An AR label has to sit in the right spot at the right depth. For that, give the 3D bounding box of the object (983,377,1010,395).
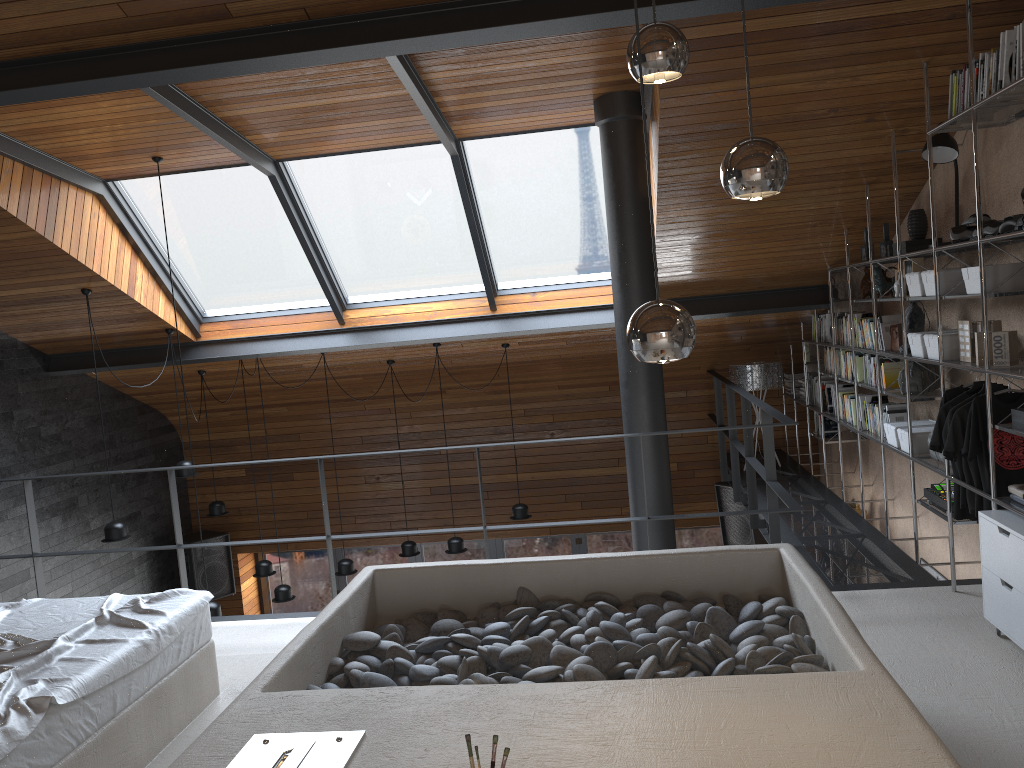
[{"bbox_3d":[2.290,0.038,4.192,0.387,0.197,0.009,-5,4,3],"label":"object"}]

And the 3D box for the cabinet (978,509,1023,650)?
[{"bbox_3d":[2.303,0.854,3.720,0.435,0.561,0.527,-5,4,7],"label":"cabinet"}]

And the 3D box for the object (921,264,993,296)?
[{"bbox_3d":[2.310,-0.536,4.598,0.295,0.136,0.228,-5,4,7],"label":"object"}]

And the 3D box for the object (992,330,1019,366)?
[{"bbox_3d":[2.256,-0.163,4.055,0.078,0.156,0.074,-8,5,-33],"label":"object"}]

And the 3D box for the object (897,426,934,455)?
[{"bbox_3d":[2.452,0.329,5.218,0.295,0.136,0.228,-5,4,7],"label":"object"}]

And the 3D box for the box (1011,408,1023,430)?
[{"bbox_3d":[2.274,0.147,3.760,0.208,0.079,0.207,-5,4,6],"label":"box"}]

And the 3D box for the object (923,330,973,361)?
[{"bbox_3d":[2.335,-0.203,4.623,0.295,0.136,0.228,-5,4,7],"label":"object"}]

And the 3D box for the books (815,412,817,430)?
[{"bbox_3d":[2.749,0.331,7.827,0.127,0.201,0.011,-5,4,7],"label":"books"}]

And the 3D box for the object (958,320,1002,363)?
[{"bbox_3d":[2.307,-0.215,4.359,0.142,0.205,0.196,-5,4,5],"label":"object"}]

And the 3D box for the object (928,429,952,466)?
[{"bbox_3d":[2.398,0.310,4.812,0.166,0.247,0.376,-5,4,5],"label":"object"}]

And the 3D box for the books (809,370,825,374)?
[{"bbox_3d":[2.781,-0.120,7.970,0.234,0.028,0.180,-5,4,7],"label":"books"}]

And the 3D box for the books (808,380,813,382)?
[{"bbox_3d":[2.766,-0.041,7.987,0.254,0.012,0.158,-4,4,19],"label":"books"}]

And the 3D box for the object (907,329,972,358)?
[{"bbox_3d":[2.366,-0.225,4.886,0.295,0.136,0.228,-5,4,7],"label":"object"}]

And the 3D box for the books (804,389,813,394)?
[{"bbox_3d":[2.774,0.058,7.984,0.258,0.028,0.180,-4,4,13],"label":"books"}]

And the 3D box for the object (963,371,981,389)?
[{"bbox_3d":[2.317,-0.023,4.422,0.283,0.118,0.016,-5,4,7],"label":"object"}]

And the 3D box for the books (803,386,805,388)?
[{"bbox_3d":[2.842,0.019,8.266,0.213,0.017,0.167,-5,4,2],"label":"books"}]

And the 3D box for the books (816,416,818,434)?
[{"bbox_3d":[2.743,0.347,7.816,0.119,0.172,0.014,-5,4,7],"label":"books"}]

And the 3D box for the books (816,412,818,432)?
[{"bbox_3d":[2.756,0.323,7.776,0.161,0.223,0.017,-5,4,7],"label":"books"}]

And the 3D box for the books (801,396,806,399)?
[{"bbox_3d":[2.837,0.119,8.273,0.234,0.016,0.182,-5,4,2],"label":"books"}]

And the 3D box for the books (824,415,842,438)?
[{"bbox_3d":[2.716,0.361,7.522,0.138,0.191,0.049,-5,4,7],"label":"books"}]

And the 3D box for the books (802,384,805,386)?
[{"bbox_3d":[2.835,0.004,8.274,0.206,0.012,0.161,-5,4,-3],"label":"books"}]

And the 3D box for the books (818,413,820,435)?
[{"bbox_3d":[2.720,0.345,7.694,0.111,0.198,0.008,-5,4,7],"label":"books"}]

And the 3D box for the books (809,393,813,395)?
[{"bbox_3d":[2.784,0.079,7.985,0.258,0.016,0.181,-4,4,9],"label":"books"}]

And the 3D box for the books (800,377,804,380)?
[{"bbox_3d":[2.819,-0.055,8.275,0.231,0.012,0.159,-4,4,12],"label":"books"}]

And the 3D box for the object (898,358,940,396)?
[{"bbox_3d":[2.455,-0.068,5.337,0.166,0.240,0.390,-2,5,40],"label":"object"}]

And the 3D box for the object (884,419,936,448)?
[{"bbox_3d":[2.483,0.307,5.483,0.295,0.136,0.228,-5,4,7],"label":"object"}]

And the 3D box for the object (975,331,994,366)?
[{"bbox_3d":[2.218,-0.167,4.154,0.074,0.156,0.078,-3,4,22],"label":"object"}]

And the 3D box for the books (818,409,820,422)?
[{"bbox_3d":[2.727,0.327,7.706,0.122,0.230,0.017,-5,4,7],"label":"books"}]

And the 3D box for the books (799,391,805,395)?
[{"bbox_3d":[2.831,0.075,8.274,0.240,0.028,0.180,-5,4,-3],"label":"books"}]

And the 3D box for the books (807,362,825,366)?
[{"bbox_3d":[2.767,-0.179,7.994,0.228,0.016,0.182,-5,4,7],"label":"books"}]

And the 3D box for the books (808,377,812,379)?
[{"bbox_3d":[2.763,-0.067,7.998,0.201,0.012,0.161,-5,4,7],"label":"books"}]

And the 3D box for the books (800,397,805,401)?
[{"bbox_3d":[2.834,0.134,8.291,0.234,0.016,0.182,-5,4,7],"label":"books"}]

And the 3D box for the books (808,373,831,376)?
[{"bbox_3d":[2.760,-0.097,7.973,0.228,0.016,0.182,-5,4,7],"label":"books"}]

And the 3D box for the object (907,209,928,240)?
[{"bbox_3d":[2.362,-0.925,5.165,0.115,0.177,0.115,-3,5,32],"label":"object"}]

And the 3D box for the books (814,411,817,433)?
[{"bbox_3d":[2.742,0.331,7.839,0.127,0.201,0.011,-5,4,7],"label":"books"}]

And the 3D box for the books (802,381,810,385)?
[{"bbox_3d":[2.768,-0.021,7.978,0.288,0.025,0.175,-4,4,13],"label":"books"}]

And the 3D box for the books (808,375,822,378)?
[{"bbox_3d":[2.754,-0.081,7.989,0.208,0.017,0.167,-5,4,7],"label":"books"}]

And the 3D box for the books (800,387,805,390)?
[{"bbox_3d":[2.833,0.038,8.255,0.234,0.016,0.182,-5,4,-3],"label":"books"}]

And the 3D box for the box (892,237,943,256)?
[{"bbox_3d":[2.367,-0.798,5.180,0.208,0.079,0.207,-5,4,4],"label":"box"}]

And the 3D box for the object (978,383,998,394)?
[{"bbox_3d":[2.297,0.033,4.257,0.387,0.197,0.009,-5,4,3],"label":"object"}]

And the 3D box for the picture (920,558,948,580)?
[{"bbox_3d":[2.851,1.671,5.997,0.090,0.863,0.530,-5,4,7],"label":"picture"}]

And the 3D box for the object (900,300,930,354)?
[{"bbox_3d":[2.380,-0.331,5.258,0.157,0.339,0.229,-2,5,34],"label":"object"}]

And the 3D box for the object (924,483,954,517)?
[{"bbox_3d":[2.460,0.620,4.807,0.320,0.114,0.405,-5,4,7],"label":"object"}]

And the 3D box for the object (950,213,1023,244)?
[{"bbox_3d":[2.233,-0.737,4.075,0.286,0.141,0.657,-5,4,0],"label":"object"}]

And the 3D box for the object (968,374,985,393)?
[{"bbox_3d":[2.312,0.023,4.378,0.387,0.197,0.009,-5,4,3],"label":"object"}]

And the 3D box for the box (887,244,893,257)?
[{"bbox_3d":[2.400,-0.817,5.395,0.208,0.079,0.207,-4,4,21],"label":"box"}]

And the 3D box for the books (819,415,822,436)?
[{"bbox_3d":[2.723,0.356,7.686,0.112,0.177,0.009,-5,4,7],"label":"books"}]

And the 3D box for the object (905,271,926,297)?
[{"bbox_3d":[2.340,-0.557,4.856,0.295,0.136,0.228,-5,4,7],"label":"object"}]

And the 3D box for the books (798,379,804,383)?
[{"bbox_3d":[2.822,-0.035,8.266,0.268,0.025,0.176,-5,4,7],"label":"books"}]

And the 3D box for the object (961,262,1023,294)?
[{"bbox_3d":[2.246,-0.484,4.048,0.290,0.124,0.222,-5,4,7],"label":"object"}]

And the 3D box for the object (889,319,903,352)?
[{"bbox_3d":[2.429,-0.305,5.488,0.227,0.202,0.082,-8,5,-31],"label":"object"}]

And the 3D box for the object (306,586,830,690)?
[{"bbox_3d":[0.172,0.982,3.091,1.842,0.246,1.436,-5,4,7],"label":"object"}]

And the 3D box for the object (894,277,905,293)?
[{"bbox_3d":[2.357,-0.601,5.360,0.091,0.146,0.091,-2,5,41],"label":"object"}]

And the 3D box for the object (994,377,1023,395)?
[{"bbox_3d":[2.274,0.008,4.057,0.283,0.118,0.016,-5,4,7],"label":"object"}]

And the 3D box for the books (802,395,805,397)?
[{"bbox_3d":[2.837,0.100,8.276,0.221,0.021,0.174,-5,4,7],"label":"books"}]
